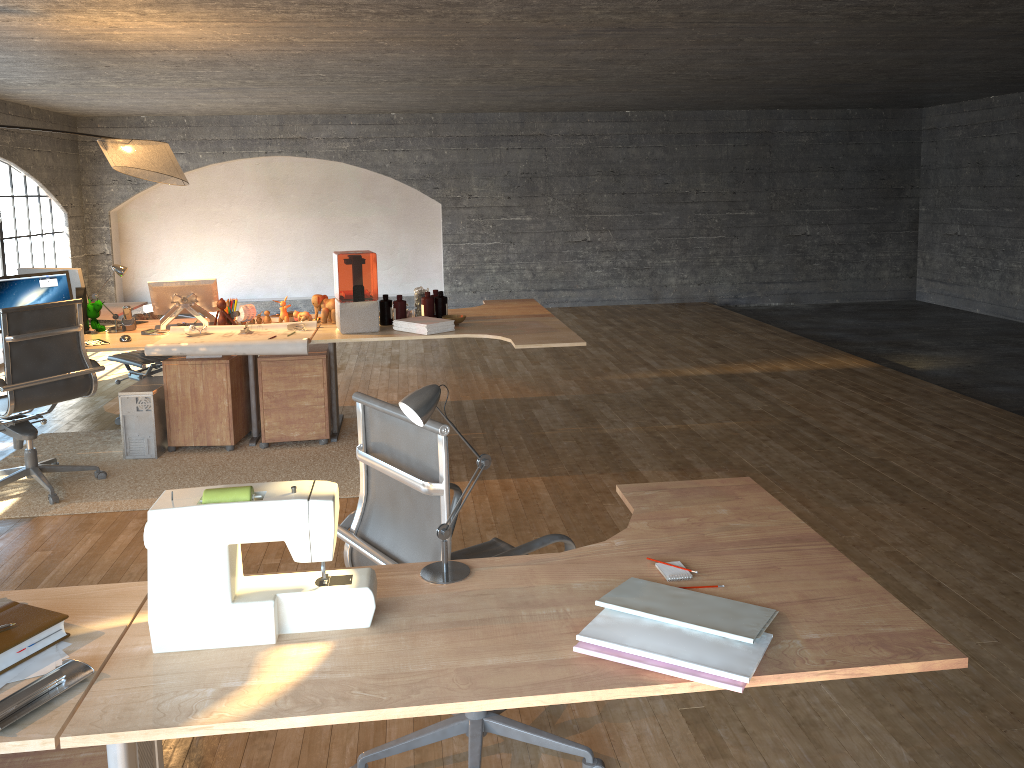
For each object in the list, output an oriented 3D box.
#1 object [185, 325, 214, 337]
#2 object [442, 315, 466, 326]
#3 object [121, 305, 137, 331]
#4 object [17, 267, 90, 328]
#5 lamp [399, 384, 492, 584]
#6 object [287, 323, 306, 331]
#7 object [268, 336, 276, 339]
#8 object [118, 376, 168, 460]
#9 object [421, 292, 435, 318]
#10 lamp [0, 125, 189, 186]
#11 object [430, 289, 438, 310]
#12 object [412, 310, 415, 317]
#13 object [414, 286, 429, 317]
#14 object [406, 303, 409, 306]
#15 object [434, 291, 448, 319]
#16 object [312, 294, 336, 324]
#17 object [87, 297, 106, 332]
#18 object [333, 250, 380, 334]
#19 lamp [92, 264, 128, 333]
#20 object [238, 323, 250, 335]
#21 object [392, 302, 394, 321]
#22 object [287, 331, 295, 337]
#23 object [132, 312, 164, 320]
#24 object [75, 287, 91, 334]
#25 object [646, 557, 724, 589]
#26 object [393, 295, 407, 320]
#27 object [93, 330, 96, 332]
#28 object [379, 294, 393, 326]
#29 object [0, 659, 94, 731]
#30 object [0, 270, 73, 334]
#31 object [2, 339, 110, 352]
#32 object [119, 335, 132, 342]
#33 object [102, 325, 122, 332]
[{"bbox_3d":[-1.812,-0.315,5.126,0.160,0.063,0.054,-11,13,-39],"label":"object"},{"bbox_3d":[-0.346,-0.379,5.300,0.147,0.054,0.148,-8,14,-30],"label":"object"},{"bbox_3d":[-2.328,-0.402,5.352,0.082,0.157,0.085,-4,9,-17],"label":"object"},{"bbox_3d":[-2.787,-0.515,5.382,0.470,0.386,0.289,2,10,18],"label":"object"},{"bbox_3d":[-0.130,0.197,1.840,0.208,0.404,0.106,-4,8,-20],"label":"lamp"},{"bbox_3d":[-1.276,-0.338,5.229,0.135,0.042,0.022,6,11,30],"label":"object"},{"bbox_3d":[-1.345,-0.261,4.960,0.012,0.009,0.127,0,12,6],"label":"object"},{"bbox_3d":[-2.201,0.197,5.411,0.200,0.406,0.488,-1,10,-2],"label":"object"},{"bbox_3d":[-0.519,-0.476,5.446,0.079,0.184,0.080,0,8,11],"label":"object"},{"bbox_3d":[-3.963,-0.028,3.104,0.387,1.907,6.302,5,13,39],"label":"lamp"},{"bbox_3d":[-0.478,-0.501,5.557,0.079,0.184,0.080,-1,8,1],"label":"object"},{"bbox_3d":[-0.630,-0.449,5.637,0.025,0.058,0.025,-5,9,-24],"label":"object"},{"bbox_3d":[-0.565,-0.502,5.523,0.095,0.211,0.099,-2,8,-9],"label":"object"},{"bbox_3d":[-0.683,-0.465,5.572,0.037,0.119,0.075,-6,10,-32],"label":"object"},{"bbox_3d":[-0.438,-0.482,5.467,0.079,0.184,0.080,-1,8,1],"label":"object"},{"bbox_3d":[-1.160,-0.473,5.531,0.198,0.174,0.131,2,10,17],"label":"object"},{"bbox_3d":[-2.514,-0.420,5.308,0.247,0.217,0.116,8,12,42],"label":"object"},{"bbox_3d":[-0.915,-0.545,5.175,0.223,0.452,0.273,-4,9,-16],"label":"object"},{"bbox_3d":[-2.404,-0.515,5.301,0.207,0.404,0.106,-1,7,5],"label":"lamp"},{"bbox_3d":[-1.575,-0.327,5.176,0.049,0.055,0.132,-2,12,-6],"label":"object"},{"bbox_3d":[-0.754,-0.457,5.524,0.039,0.127,0.135,-3,10,-11],"label":"object"},{"bbox_3d":[-1.270,-0.288,5.083,0.008,0.007,0.149,-1,12,3],"label":"object"},{"bbox_3d":[-2.472,-0.367,6.118,0.368,0.239,0.303,6,13,34],"label":"object"},{"bbox_3d":[-2.567,-0.437,5.263,0.085,0.274,0.085,5,10,39],"label":"object"},{"bbox_3d":[0.357,0.388,1.834,0.127,0.013,0.144,-2,12,-3],"label":"object"},{"bbox_3d":[-0.674,-0.443,5.310,0.079,0.184,0.080,0,8,11],"label":"object"},{"bbox_3d":[-2.536,-0.332,5.392,0.011,0.011,0.161,-3,12,-9],"label":"object"},{"bbox_3d":[-0.764,-0.450,5.353,0.079,0.184,0.080,-1,8,1],"label":"object"},{"bbox_3d":[-0.767,0.497,1.414,0.075,0.025,0.183,4,13,23],"label":"object"},{"bbox_3d":[-2.696,-0.424,4.958,0.286,0.385,0.475,5,12,33],"label":"object"},{"bbox_3d":[-2.470,-0.201,4.793,0.494,0.011,0.188,-12,16,-41],"label":"object"},{"bbox_3d":[-2.179,-0.259,4.977,0.059,0.033,0.102,-8,14,-31],"label":"object"},{"bbox_3d":[-2.453,-0.344,5.403,0.132,0.025,0.134,-3,12,-6],"label":"object"}]
